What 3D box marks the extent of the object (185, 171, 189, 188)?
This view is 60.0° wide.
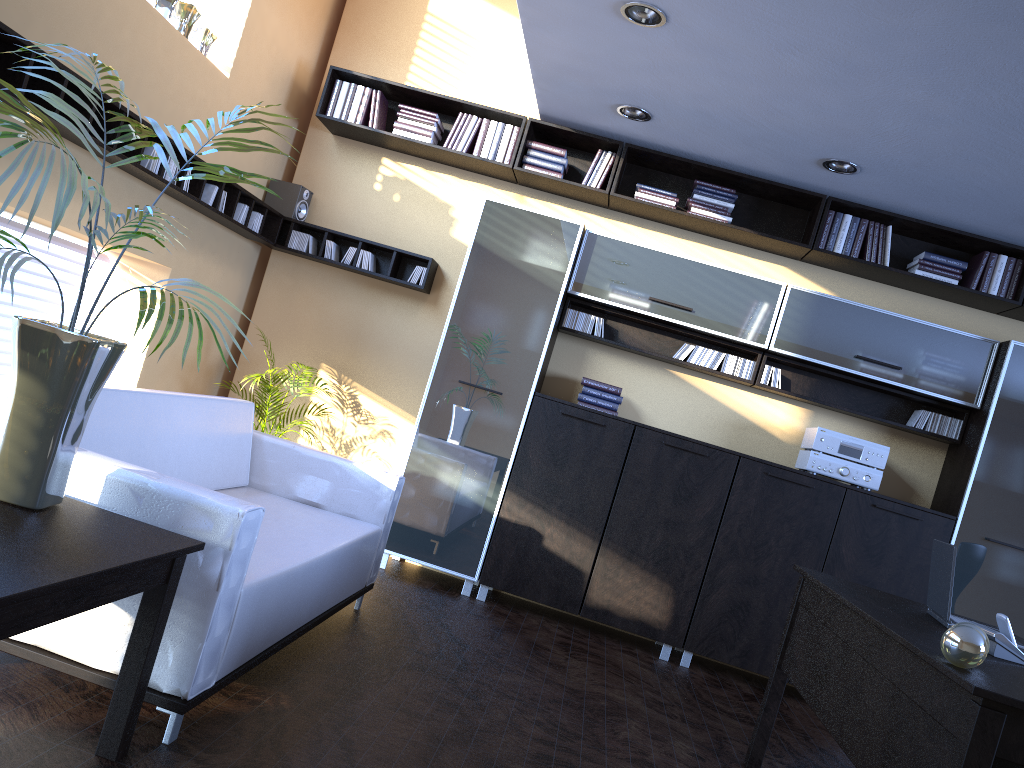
[{"bbox_3d":[-1.766,-1.087,4.637,0.142,0.120,0.030,17,0,6],"label":"object"}]

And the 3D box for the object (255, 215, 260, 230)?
[{"bbox_3d":[-1.663,-1.031,5.570,0.142,0.120,0.009,17,0,6],"label":"object"}]

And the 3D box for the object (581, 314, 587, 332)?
[{"bbox_3d":[0.467,-0.388,5.742,0.009,0.120,0.142,17,-1,7],"label":"object"}]

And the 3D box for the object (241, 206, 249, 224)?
[{"bbox_3d":[-1.684,-1.042,5.380,0.142,0.120,0.030,17,0,6],"label":"object"}]

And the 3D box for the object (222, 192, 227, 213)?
[{"bbox_3d":[-1.714,-1.059,5.088,0.140,0.117,0.026,17,0,6],"label":"object"}]

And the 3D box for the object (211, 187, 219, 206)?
[{"bbox_3d":[-1.735,-1.068,4.983,0.142,0.120,0.030,17,0,6],"label":"object"}]

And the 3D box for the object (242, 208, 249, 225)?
[{"bbox_3d":[-1.685,-1.042,5.401,0.142,0.120,0.009,17,0,6],"label":"object"}]

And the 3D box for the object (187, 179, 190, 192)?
[{"bbox_3d":[-1.762,-1.084,4.662,0.140,0.116,0.036,17,0,6],"label":"object"}]

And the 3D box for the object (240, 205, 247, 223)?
[{"bbox_3d":[-1.687,-1.044,5.359,0.140,0.117,0.026,17,0,6],"label":"object"}]

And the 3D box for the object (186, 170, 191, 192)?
[{"bbox_3d":[-1.763,-1.084,4.662,0.142,0.118,0.040,17,0,6],"label":"object"}]

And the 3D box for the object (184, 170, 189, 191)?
[{"bbox_3d":[-1.764,-1.087,4.626,0.142,0.120,0.030,17,0,6],"label":"object"}]

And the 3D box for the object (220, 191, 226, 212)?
[{"bbox_3d":[-1.716,-1.060,5.067,0.142,0.120,0.030,17,0,6],"label":"object"}]

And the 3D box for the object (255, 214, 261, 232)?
[{"bbox_3d":[-1.661,-1.031,5.570,0.140,0.118,0.006,17,0,6],"label":"object"}]

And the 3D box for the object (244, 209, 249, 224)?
[{"bbox_3d":[-1.687,-1.043,5.412,0.142,0.120,0.009,17,0,6],"label":"object"}]

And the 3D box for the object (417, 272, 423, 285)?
[{"bbox_3d":[-0.598,-0.704,5.861,0.030,0.124,0.142,17,-1,7],"label":"object"}]

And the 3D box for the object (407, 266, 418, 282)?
[{"bbox_3d":[-0.643,-0.716,5.866,0.040,0.118,0.142,17,-1,7],"label":"object"}]

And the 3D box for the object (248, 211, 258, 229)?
[{"bbox_3d":[-1.670,-1.033,5.526,0.142,0.118,0.040,17,0,6],"label":"object"}]

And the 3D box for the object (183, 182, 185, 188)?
[{"bbox_3d":[-1.765,-1.087,4.616,0.142,0.120,0.030,17,0,6],"label":"object"}]

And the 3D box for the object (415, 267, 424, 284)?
[{"bbox_3d":[-0.599,-0.704,5.861,0.030,0.120,0.142,17,-1,7],"label":"object"}]

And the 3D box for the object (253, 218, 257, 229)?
[{"bbox_3d":[-1.671,-1.034,5.550,0.140,0.118,0.006,17,0,6],"label":"object"}]

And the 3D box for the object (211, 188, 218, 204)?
[{"bbox_3d":[-1.734,-1.068,4.972,0.140,0.117,0.026,17,0,6],"label":"object"}]

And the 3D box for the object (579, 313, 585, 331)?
[{"bbox_3d":[0.457,-0.391,5.738,0.006,0.118,0.140,17,-1,7],"label":"object"}]

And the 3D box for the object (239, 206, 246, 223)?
[{"bbox_3d":[-1.691,-1.045,5.360,0.142,0.120,0.030,17,0,6],"label":"object"}]

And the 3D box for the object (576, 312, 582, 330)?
[{"bbox_3d":[0.438,-0.397,5.741,0.006,0.118,0.140,17,-1,7],"label":"object"}]

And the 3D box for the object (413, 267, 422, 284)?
[{"bbox_3d":[-0.609,-0.707,5.862,0.030,0.120,0.142,17,-1,7],"label":"object"}]

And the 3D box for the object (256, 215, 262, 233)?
[{"bbox_3d":[-1.659,-1.029,5.601,0.142,0.120,0.009,17,0,6],"label":"object"}]

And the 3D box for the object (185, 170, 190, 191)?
[{"bbox_3d":[-1.766,-1.087,4.648,0.140,0.117,0.026,17,0,6],"label":"object"}]

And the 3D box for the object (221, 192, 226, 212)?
[{"bbox_3d":[-1.718,-1.061,5.078,0.142,0.120,0.030,17,0,6],"label":"object"}]

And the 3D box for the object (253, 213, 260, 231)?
[{"bbox_3d":[-1.665,-1.032,5.560,0.142,0.120,0.009,17,0,6],"label":"object"}]

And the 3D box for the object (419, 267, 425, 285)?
[{"bbox_3d":[-0.579,-0.699,5.859,0.009,0.120,0.142,17,-1,7],"label":"object"}]

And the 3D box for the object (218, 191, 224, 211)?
[{"bbox_3d":[-1.721,-1.062,5.057,0.142,0.120,0.030,17,0,6],"label":"object"}]

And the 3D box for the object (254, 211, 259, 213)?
[{"bbox_3d":[-1.667,-1.032,5.526,0.142,0.122,0.041,17,0,6],"label":"object"}]

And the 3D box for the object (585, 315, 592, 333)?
[{"bbox_3d":[0.495,-0.380,5.735,0.009,0.120,0.142,17,-1,7],"label":"object"}]

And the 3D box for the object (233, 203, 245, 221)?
[{"bbox_3d":[-1.695,-1.046,5.335,0.142,0.118,0.040,17,0,6],"label":"object"}]

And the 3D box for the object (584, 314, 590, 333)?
[{"bbox_3d":[0.485,-0.383,5.736,0.009,0.120,0.142,17,-1,6],"label":"object"}]

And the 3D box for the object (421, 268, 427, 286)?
[{"bbox_3d":[-0.569,-0.696,5.858,0.009,0.120,0.142,17,-1,7],"label":"object"}]

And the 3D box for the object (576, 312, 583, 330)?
[{"bbox_3d":[0.437,-0.397,5.743,0.009,0.120,0.142,17,-1,7],"label":"object"}]

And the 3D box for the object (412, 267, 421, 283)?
[{"bbox_3d":[-0.618,-0.710,5.864,0.030,0.120,0.142,17,-1,7],"label":"object"}]

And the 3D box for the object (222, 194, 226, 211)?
[{"bbox_3d":[-1.718,-1.060,5.088,0.142,0.120,0.030,17,0,6],"label":"object"}]

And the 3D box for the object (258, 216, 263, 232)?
[{"bbox_3d":[-1.658,-1.029,5.611,0.142,0.120,0.009,17,0,6],"label":"object"}]

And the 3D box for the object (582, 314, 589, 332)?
[{"bbox_3d":[0.476,-0.386,5.740,0.009,0.120,0.142,17,-1,7],"label":"object"}]

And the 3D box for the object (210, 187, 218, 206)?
[{"bbox_3d":[-1.734,-1.068,4.962,0.142,0.120,0.030,17,0,6],"label":"object"}]

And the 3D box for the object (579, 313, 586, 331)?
[{"bbox_3d":[0.457,-0.391,5.740,0.009,0.120,0.142,17,-1,7],"label":"object"}]

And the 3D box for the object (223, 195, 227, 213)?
[{"bbox_3d":[-1.718,-1.059,5.103,0.142,0.118,0.040,17,0,6],"label":"object"}]

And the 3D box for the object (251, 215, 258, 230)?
[{"bbox_3d":[-1.672,-1.035,5.551,0.142,0.120,0.009,17,0,6],"label":"object"}]

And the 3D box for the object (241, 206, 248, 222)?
[{"bbox_3d":[-1.688,-1.044,5.370,0.142,0.120,0.030,17,0,6],"label":"object"}]

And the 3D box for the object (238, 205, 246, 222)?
[{"bbox_3d":[-1.695,-1.046,5.350,0.142,0.120,0.030,17,0,6],"label":"object"}]

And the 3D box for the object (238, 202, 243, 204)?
[{"bbox_3d":[-1.697,-1.046,5.336,0.142,0.122,0.041,17,0,6],"label":"object"}]

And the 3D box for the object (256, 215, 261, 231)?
[{"bbox_3d":[-1.662,-1.031,5.581,0.142,0.120,0.009,17,0,6],"label":"object"}]

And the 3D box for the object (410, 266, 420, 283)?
[{"bbox_3d":[-0.628,-0.713,5.865,0.030,0.120,0.142,17,-1,7],"label":"object"}]

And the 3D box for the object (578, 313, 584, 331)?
[{"bbox_3d":[0.447,-0.394,5.739,0.006,0.118,0.140,17,-1,7],"label":"object"}]

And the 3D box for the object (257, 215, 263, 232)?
[{"bbox_3d":[-1.658,-1.029,5.600,0.140,0.118,0.006,17,0,6],"label":"object"}]

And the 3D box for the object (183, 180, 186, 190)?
[{"bbox_3d":[-1.763,-1.086,4.616,0.140,0.117,0.026,17,0,6],"label":"object"}]
